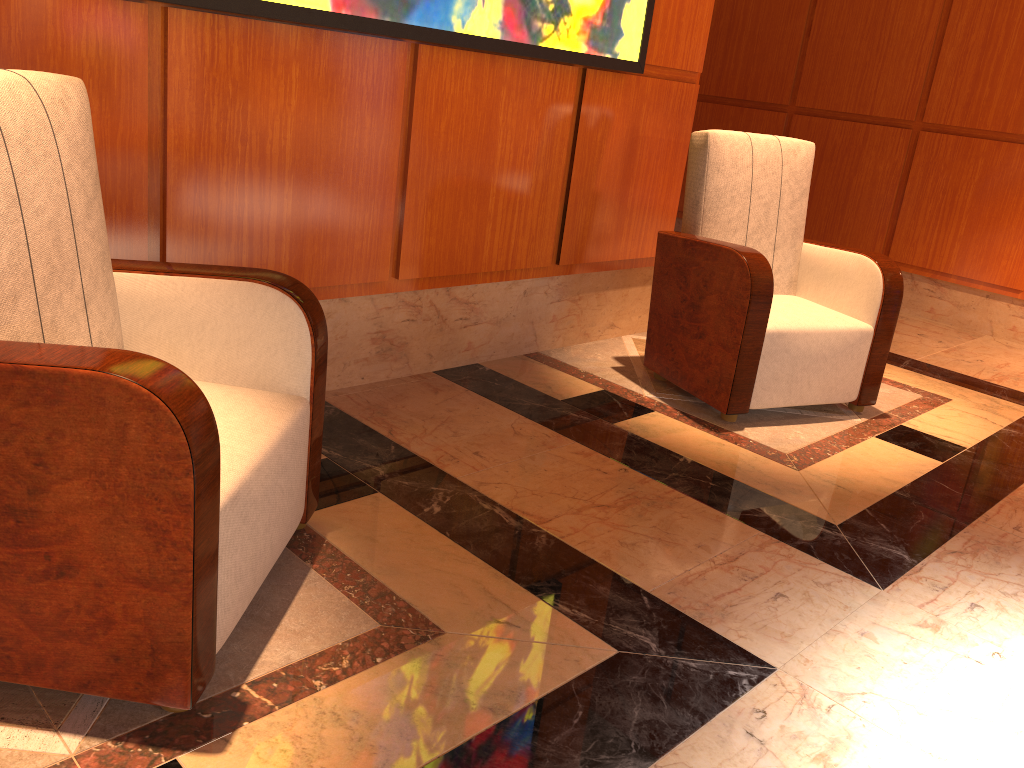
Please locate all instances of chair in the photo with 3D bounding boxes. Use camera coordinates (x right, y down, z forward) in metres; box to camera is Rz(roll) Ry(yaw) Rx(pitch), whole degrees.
[{"bbox_3d":[-0.730,-0.054,1.641,0.628,0.950,0.746,8,18,2],"label":"chair"},{"bbox_3d":[0.987,-0.429,3.339,0.738,0.950,0.635,-2,20,-27],"label":"chair"}]

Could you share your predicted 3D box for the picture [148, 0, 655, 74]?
[{"bbox_3d":[-0.110,-1.865,2.488,0.057,1.717,2.004,23,24,40],"label":"picture"}]
